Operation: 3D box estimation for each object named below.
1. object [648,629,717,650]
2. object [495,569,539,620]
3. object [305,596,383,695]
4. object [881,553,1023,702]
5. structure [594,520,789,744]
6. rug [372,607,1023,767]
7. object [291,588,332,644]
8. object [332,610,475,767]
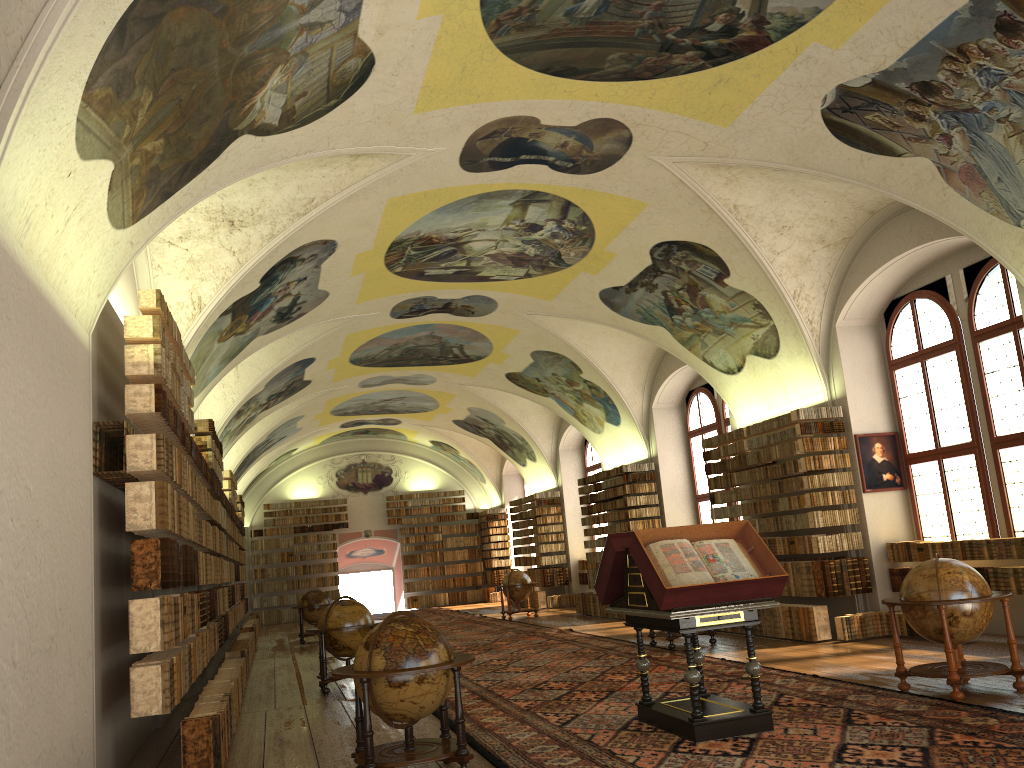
[{"bbox_3d":[2.965,3.928,15.841,1.281,1.444,1.281,-13,-13,36],"label":"object"},{"bbox_3d":[0.169,6.189,26.209,1.280,1.444,1.282,-10,-11,26],"label":"object"},{"bbox_3d":[-2.659,4.149,14.274,1.280,1.444,1.282,-9,-11,21],"label":"object"},{"bbox_3d":[4.677,2.541,9.483,1.280,1.444,1.282,-9,-11,21],"label":"object"},{"bbox_3d":[1.774,2.429,8.894,1.245,1.974,1.898,-2,-11,-16],"label":"structure"},{"bbox_3d":[-0.548,5.408,18.242,4.703,0.064,37.041,-2,-11,-16],"label":"rug"},{"bbox_3d":[-5.464,6.413,24.651,1.280,1.444,1.282,-10,-11,26],"label":"object"},{"bbox_3d":[-0.944,2.763,7.916,1.281,1.444,1.281,-13,-13,36],"label":"object"}]
